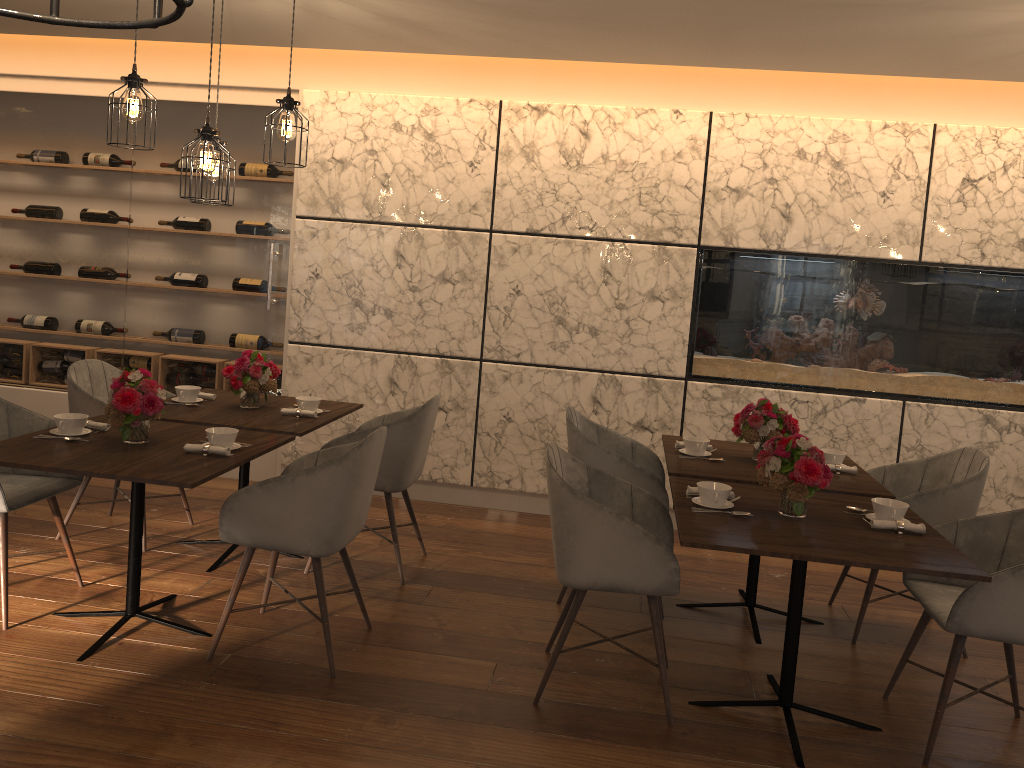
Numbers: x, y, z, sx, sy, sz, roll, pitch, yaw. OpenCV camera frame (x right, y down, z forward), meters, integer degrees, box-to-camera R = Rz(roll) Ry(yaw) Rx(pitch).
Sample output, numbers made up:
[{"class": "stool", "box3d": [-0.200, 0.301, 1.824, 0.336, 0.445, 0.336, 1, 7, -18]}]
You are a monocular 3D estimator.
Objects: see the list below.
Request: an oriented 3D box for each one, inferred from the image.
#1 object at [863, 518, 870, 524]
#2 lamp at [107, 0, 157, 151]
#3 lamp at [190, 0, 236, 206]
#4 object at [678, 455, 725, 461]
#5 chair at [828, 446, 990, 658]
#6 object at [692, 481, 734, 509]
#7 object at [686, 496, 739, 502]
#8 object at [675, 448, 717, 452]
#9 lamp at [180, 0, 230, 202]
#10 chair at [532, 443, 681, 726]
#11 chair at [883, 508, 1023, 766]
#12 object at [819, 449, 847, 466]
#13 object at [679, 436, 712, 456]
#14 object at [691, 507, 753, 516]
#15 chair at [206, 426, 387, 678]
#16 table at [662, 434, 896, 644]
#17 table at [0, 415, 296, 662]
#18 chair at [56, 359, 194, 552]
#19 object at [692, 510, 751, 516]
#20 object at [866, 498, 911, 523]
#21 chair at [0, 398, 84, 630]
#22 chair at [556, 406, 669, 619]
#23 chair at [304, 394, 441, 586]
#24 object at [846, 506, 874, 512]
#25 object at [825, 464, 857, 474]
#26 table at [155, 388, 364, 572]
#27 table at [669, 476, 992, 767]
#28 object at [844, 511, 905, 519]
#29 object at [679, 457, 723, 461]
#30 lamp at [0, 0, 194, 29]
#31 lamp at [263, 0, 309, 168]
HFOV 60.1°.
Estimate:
[{"class": "object", "box3d": [1.301, 0.483, 3.031, 0.192, 0.024, 0.025, 5, 6, 8]}, {"class": "lamp", "box3d": [-1.488, -2.000, 3.572, 0.175, 2.062, 0.175, 5, 4, 9]}, {"class": "lamp", "box3d": [-1.260, -1.827, 3.881, 0.175, 2.062, 0.175, 5, 4, 9]}, {"class": "object", "box3d": [0.855, 0.334, 3.981, 0.211, 0.004, 0.022, 5, 7, 7]}, {"class": "chair", "box3d": [1.795, 0.695, 4.001, 0.526, 0.869, 0.567, 5, 5, 7]}, {"class": "object", "box3d": [0.717, 0.397, 3.151, 0.148, 0.072, 0.149, 3, 7, -15]}, {"class": "object", "box3d": [0.735, 0.413, 3.230, 0.192, 0.024, 0.025, 5, 6, 8]}, {"class": "object", "box3d": [0.861, 0.304, 4.138, 0.192, 0.024, 0.025, 5, 6, 8]}, {"class": "lamp", "box3d": [-1.179, -1.777, 3.543, 0.175, 2.062, 0.175, 5, 4, 9]}, {"class": "chair", "box3d": [0.354, 0.680, 3.241, 0.526, 0.869, 0.567, 5, 5, 7]}, {"class": "chair", "box3d": [1.664, 0.809, 3.052, 0.526, 0.869, 0.567, 5, 5, 7]}, {"class": "object", "box3d": [1.448, 0.342, 4.015, 0.148, 0.072, 0.149, 3, 7, -15]}, {"class": "object", "box3d": [0.842, 0.288, 4.059, 0.148, 0.072, 0.149, 3, 7, -15]}, {"class": "object", "box3d": [0.729, 0.443, 3.073, 0.211, 0.004, 0.022, 5, 7, 7]}, {"class": "chair", "box3d": [-0.783, 0.573, 3.377, 0.526, 0.869, 0.567, 5, 5, 7]}, {"class": "table", "box3d": [1.121, 0.710, 4.056, 0.897, 0.718, 0.900, 5, 6, 7]}, {"class": "table", "box3d": [-1.457, 0.588, 3.432, 0.897, 0.718, 0.900, 5, 6, 7]}, {"class": "chair", "box3d": [-1.962, 0.331, 4.514, 0.526, 0.869, 0.567, 5, 5, 7]}, {"class": "object", "box3d": [0.718, 0.441, 3.038, 0.197, 0.015, 0.043, 5, 7, 4]}, {"class": "object", "box3d": [1.323, 0.451, 3.106, 0.148, 0.072, 0.149, 3, 7, -15]}, {"class": "chair", "box3d": [-2.093, 0.445, 3.566, 0.526, 0.869, 0.567, 5, 5, 7]}, {"class": "chair", "box3d": [0.485, 0.567, 4.190, 0.526, 0.869, 0.567, 5, 5, 7]}, {"class": "chair", "box3d": [-0.652, 0.459, 4.325, 0.526, 0.869, 0.567, 5, 5, 7]}, {"class": "object", "box3d": [1.317, 0.464, 3.223, 0.197, 0.015, 0.043, 5, 7, 4]}, {"class": "object", "box3d": [1.432, 0.372, 3.903, 0.175, 0.039, 0.056, 5, 6, 7]}, {"class": "table", "box3d": [-1.326, 0.475, 4.381, 0.897, 0.718, 0.900, 5, 6, 7]}, {"class": "table", "box3d": [0.990, 0.824, 3.108, 0.897, 0.718, 0.900, 5, 6, 7]}, {"class": "object", "box3d": [1.305, 0.474, 3.189, 0.211, 0.004, 0.022, 5, 7, 7]}, {"class": "object", "box3d": [0.845, 0.331, 3.954, 0.197, 0.015, 0.043, 6, 7, 11]}, {"class": "lamp", "box3d": [-0.185, -1.236, 0.393, 0.175, 2.062, 0.175, 5, 4, 9]}, {"class": "lamp", "box3d": [-0.920, -1.988, 3.824, 0.175, 2.062, 0.175, 5, 4, 9]}]
